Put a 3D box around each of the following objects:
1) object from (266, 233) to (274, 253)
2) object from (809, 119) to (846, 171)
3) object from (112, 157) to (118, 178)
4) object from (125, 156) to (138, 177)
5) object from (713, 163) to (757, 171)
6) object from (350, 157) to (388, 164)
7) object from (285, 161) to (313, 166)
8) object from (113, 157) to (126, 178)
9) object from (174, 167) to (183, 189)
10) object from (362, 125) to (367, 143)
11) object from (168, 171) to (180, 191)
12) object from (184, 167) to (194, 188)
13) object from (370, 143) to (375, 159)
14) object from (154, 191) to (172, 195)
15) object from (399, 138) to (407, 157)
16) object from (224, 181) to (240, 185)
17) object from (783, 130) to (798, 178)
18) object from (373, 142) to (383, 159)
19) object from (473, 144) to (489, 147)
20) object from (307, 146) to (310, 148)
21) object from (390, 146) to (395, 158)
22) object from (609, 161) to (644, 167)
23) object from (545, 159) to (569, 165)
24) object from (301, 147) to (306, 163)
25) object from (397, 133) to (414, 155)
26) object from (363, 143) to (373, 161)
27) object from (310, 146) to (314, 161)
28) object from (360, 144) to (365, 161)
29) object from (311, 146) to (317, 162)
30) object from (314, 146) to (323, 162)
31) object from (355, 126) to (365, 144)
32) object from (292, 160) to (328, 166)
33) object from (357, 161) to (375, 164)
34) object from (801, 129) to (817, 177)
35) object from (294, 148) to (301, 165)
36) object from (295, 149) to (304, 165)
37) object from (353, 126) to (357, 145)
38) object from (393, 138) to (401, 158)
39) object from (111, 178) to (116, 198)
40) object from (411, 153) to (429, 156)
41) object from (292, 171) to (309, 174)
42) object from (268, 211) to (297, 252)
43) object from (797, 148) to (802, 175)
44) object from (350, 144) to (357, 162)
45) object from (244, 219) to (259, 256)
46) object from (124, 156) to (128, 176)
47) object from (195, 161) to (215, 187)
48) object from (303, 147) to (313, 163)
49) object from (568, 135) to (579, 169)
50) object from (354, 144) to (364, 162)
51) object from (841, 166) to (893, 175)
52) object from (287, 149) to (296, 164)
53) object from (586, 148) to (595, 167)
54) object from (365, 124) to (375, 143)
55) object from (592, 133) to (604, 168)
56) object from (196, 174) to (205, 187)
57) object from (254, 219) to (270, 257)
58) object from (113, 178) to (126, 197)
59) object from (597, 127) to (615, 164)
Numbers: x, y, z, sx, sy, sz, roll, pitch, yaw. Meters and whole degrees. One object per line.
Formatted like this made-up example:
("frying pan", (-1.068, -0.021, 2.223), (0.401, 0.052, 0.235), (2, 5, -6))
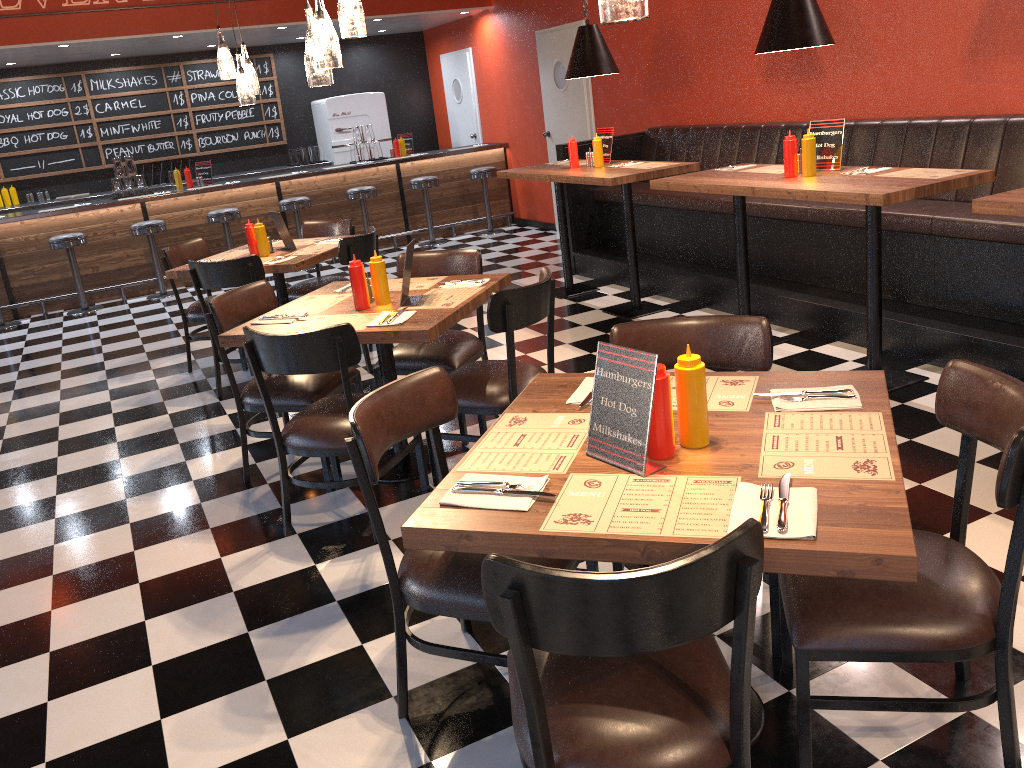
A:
("object", (-1.595, -0.923, 5.778), (0.047, 0.134, 0.094), (-18, 20, -32))
("object", (1.635, -1.244, 4.625), (0.189, 0.254, 0.073), (9, 23, 43))
("object", (-4.210, -2.315, 9.476), (0.105, 0.206, 0.107), (-1, 18, 20))
("object", (-4.056, -2.321, 9.434), (0.105, 0.206, 0.107), (-1, 18, 20))
("object", (1.308, -1.286, 5.254), (0.256, 0.019, 0.158), (-16, 20, -26))
("object", (-1.715, -2.678, 10.604), (0.438, 0.018, 0.275), (-15, 20, -23))
("object", (-2.791, -2.960, 11.863), (0.438, 0.018, 0.275), (-15, 20, -23))
("object", (-4.166, -2.295, 9.398), (0.105, 0.206, 0.107), (-1, 18, 20))
("object", (-3.651, -2.248, 9.681), (0.068, 0.235, 0.068), (-10, 16, -11))
("object", (-1.739, -2.987, 10.580), (0.105, 0.206, 0.107), (-1, 18, 20))
("object", (-3.629, -2.184, 9.529), (0.105, 0.206, 0.107), (-1, 18, 20))
("object", (-3.542, -2.265, 9.694), (0.068, 0.235, 0.068), (-10, 16, -11))
("object", (-1.663, -2.804, 10.659), (0.105, 0.206, 0.107), (-1, 18, 20))
("object", (-3.702, -2.029, 9.388), (0.158, 0.019, 0.257), (-17, 20, -27))
("object", (-1.317, -2.857, 10.646), (0.068, 0.235, 0.068), (4, 20, 33))
("object", (-3.046, -2.198, 9.651), (0.157, 0.019, 0.258), (-10, 18, -8))
("object", (1.425, -1.178, 4.533), (0.068, 0.235, 0.068), (-8, 16, -4))
("object", (-1.602, -2.779, 10.561), (0.105, 0.206, 0.107), (-1, 18, 20))
("object", (-0.388, -2.942, 10.901), (0.158, 0.019, 0.257), (-11, 19, -13))
("object", (-2.702, -3.103, 11.961), (0.105, 0.206, 0.107), (-1, 18, 20))
("object", (-1.427, -2.797, 10.672), (0.094, 0.134, 0.047), (-16, 19, -28))
("object", (0.789, -1.547, 6.237), (0.256, 0.019, 0.158), (-16, 20, -26))
("object", (0.376, -1.775, 7.083), (0.256, 0.019, 0.158), (-16, 20, -26))
("object", (-2.811, -3.066, 11.888), (0.105, 0.206, 0.107), (-1, 18, 20))
("object", (-1.297, -2.913, 10.779), (0.188, 0.254, 0.073), (-4, 16, 10))
("object", (-1.714, -2.752, 10.519), (0.105, 0.206, 0.107), (-1, 18, 20))
("object", (-2.653, -3.072, 11.848), (0.105, 0.206, 0.107), (-1, 18, 20))
("object", (-1.769, -2.775, 10.612), (0.105, 0.206, 0.107), (-1, 18, 20))
("object", (-2.574, -3.017, 11.651), (0.105, 0.206, 0.107), (-1, 18, 20))
("object", (-2.518, -2.991, 11.553), (0.105, 0.206, 0.107), (-1, 18, 20))
("object", (-1.795, -2.937, 10.448), (0.105, 0.206, 0.107), (-1, 18, 20))
("object", (-2.651, -2.891, 11.600), (0.438, 0.018, 0.275), (-15, 20, -23))
("object", (-1.708, -2.575, 10.287), (0.158, 0.019, 0.257), (-17, 20, -27))
("object", (1.501, -1.170, 4.479), (0.068, 0.235, 0.068), (-11, 17, -14))
("object", (-2.777, -2.961, 11.558), (0.105, 0.206, 0.107), (-1, 18, 20))
("object", (-2.740, -2.933, 11.458), (0.105, 0.206, 0.107), (-1, 18, 20))
("object", (-1.839, -2.957, 10.526), (0.105, 0.206, 0.107), (-1, 18, 20))
("object", (-1.377, -2.827, 10.579), (0.068, 0.235, 0.068), (-5, 16, 7))
("object", (-4.248, -2.109, 9.527), (0.105, 0.206, 0.107), (-1, 18, 20))
("object", (-1.111, -2.746, 10.581), (0.158, 0.019, 0.257), (-17, 21, -27))
("object", (-2.392, -2.388, 9.980), (0.158, 0.019, 0.257), (-15, 20, -22))
("object", (-1.499, -1.004, 5.791), (0.073, 0.254, 0.189), (-18, 20, -32))
("object", (1.505, -1.157, 4.606), (0.047, 0.134, 0.094), (-18, 20, -32))
("object", (-1.877, -2.751, 10.577), (0.105, 0.206, 0.107), (-1, 18, 20))
("object", (-1.675, -0.943, 5.705), (0.068, 0.235, 0.068), (-2, 17, 18))
("object", (-4.110, -2.346, 9.531), (0.105, 0.206, 0.107), (-1, 18, 20))
("object", (-3.397, -2.318, 9.769), (0.188, 0.254, 0.073), (-4, 16, 10))
("object", (-2.654, -2.973, 11.548), (0.105, 0.206, 0.107), (-1, 18, 20))
("object", (0.447, -1.697, 6.472), (0.068, 0.235, 0.068), (6, 21, 39))
("object", (-1.816, -2.728, 10.485), (0.105, 0.206, 0.107), (-1, 18, 20))
("object", (1.752, -1.064, 4.415), (0.256, 0.019, 0.158), (-16, 20, -26))
("object", (-2.933, -3.029, 11.823), (0.105, 0.206, 0.107), (-1, 18, 20))
("object", (0.572, -1.649, 6.444), (0.047, 0.134, 0.094), (-17, 20, -31))
("object", (-1.685, -2.962, 10.484), (0.105, 0.206, 0.107), (-1, 18, 20))
("object", (0.613, -1.669, 6.325), (0.068, 0.235, 0.068), (6, 21, 39))
("object", (-3.414, -2.224, 9.687), (0.094, 0.134, 0.047), (1, 18, 25))
("object", (-1.599, -0.935, 5.651), (0.068, 0.235, 0.068), (-10, 16, -9))
("object", (-4.187, -2.086, 9.435), (0.105, 0.206, 0.107), (-1, 18, 20))
("object", (0.674, -1.749, 6.513), (0.073, 0.254, 0.189), (-17, 19, -31))
